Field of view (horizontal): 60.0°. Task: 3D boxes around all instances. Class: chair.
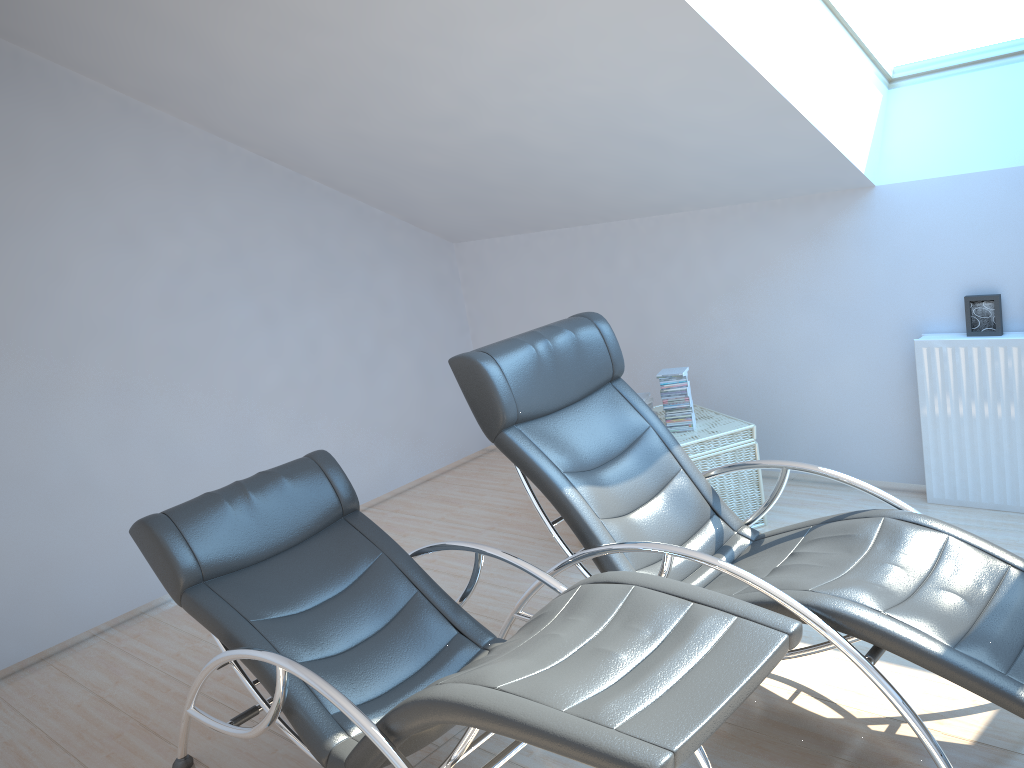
[{"bbox_3d":[0.737,0.419,2.897,1.938,1.251,0.836,1,16,44],"label":"chair"},{"bbox_3d":[-0.258,0.814,2.607,2.114,0.953,0.836,1,16,44],"label":"chair"}]

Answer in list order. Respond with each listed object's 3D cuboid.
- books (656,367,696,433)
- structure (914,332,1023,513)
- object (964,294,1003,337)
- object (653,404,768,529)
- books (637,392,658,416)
[{"bbox_3d":[0.801,0.082,4.318,0.149,0.300,0.149,-7,12,16],"label":"books"},{"bbox_3d":[2.421,0.178,3.717,1.324,0.800,0.120,1,16,44],"label":"structure"},{"bbox_3d":[2.331,-0.295,3.660,0.846,0.180,0.030,1,16,44],"label":"object"},{"bbox_3d":[0.741,0.465,4.492,0.745,0.518,0.744,-13,12,-15],"label":"object"},{"bbox_3d":[0.624,0.151,4.428,0.165,0.184,0.162,1,16,42],"label":"books"}]
